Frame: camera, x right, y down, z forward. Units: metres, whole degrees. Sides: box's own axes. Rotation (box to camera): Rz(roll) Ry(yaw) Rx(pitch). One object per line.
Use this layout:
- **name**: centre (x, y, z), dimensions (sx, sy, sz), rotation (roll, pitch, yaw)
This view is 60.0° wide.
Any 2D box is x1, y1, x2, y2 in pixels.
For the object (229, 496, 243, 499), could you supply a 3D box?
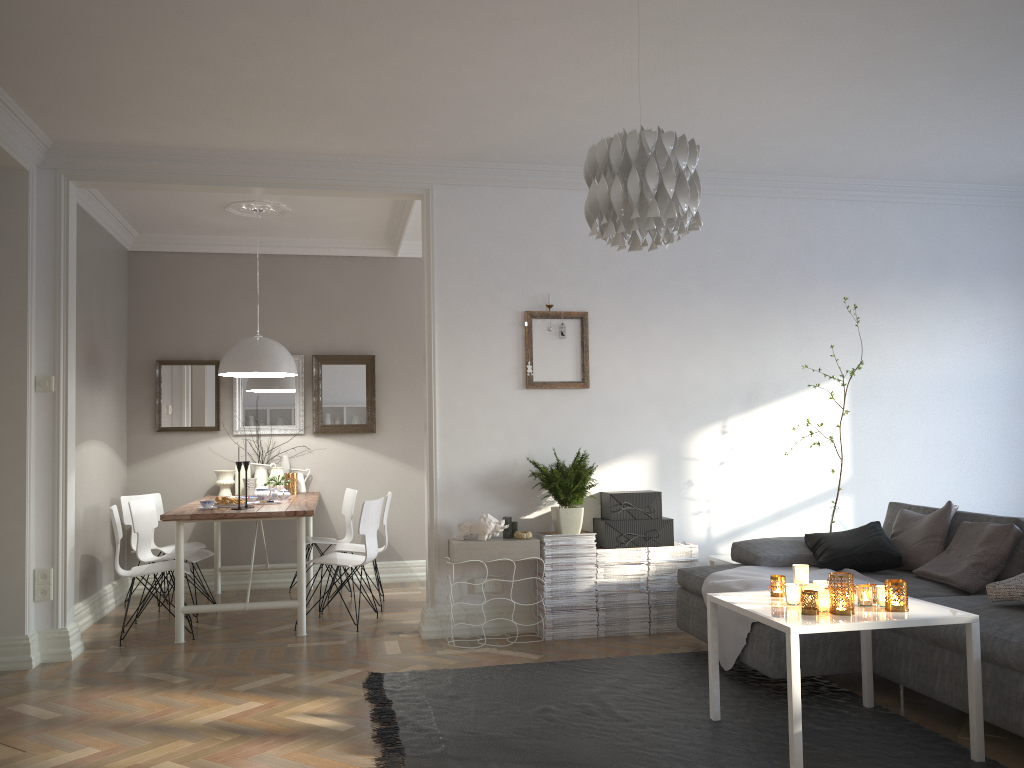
- **object**: centre (-1.896, 0.786, 6.029), dimensions (0.129, 0.038, 0.129), rotation (-1, -4, -6)

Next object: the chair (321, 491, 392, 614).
- **chair**: centre (-1.070, 1.155, 6.163), dimensions (0.479, 0.785, 0.432), rotation (-1, -3, -6)

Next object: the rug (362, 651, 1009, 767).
- **rug**: centre (0.493, 1.348, 3.572), dimensions (2.111, 0.055, 2.017), rotation (0, -4, -12)

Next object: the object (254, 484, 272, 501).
- **object**: centre (-1.711, 0.747, 6.100), dimensions (0.143, 0.118, 0.124), rotation (-1, -3, -7)

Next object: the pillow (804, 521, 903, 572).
- **pillow**: centre (1.780, 0.859, 4.650), dimensions (0.421, 0.248, 0.402), rotation (-2, -3, 9)

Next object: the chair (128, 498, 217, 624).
- **chair**: centre (-2.264, 1.161, 5.922), dimensions (0.479, 0.785, 0.432), rotation (-1, -3, -1)

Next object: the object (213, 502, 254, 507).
- **object**: centre (-1.795, 0.770, 5.661), dimensions (0.287, 0.019, 0.287), rotation (1, -4, -24)

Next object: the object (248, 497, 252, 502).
- **object**: centre (-1.766, 0.776, 5.921), dimensions (0.082, 0.039, 0.085), rotation (-4, -5, 44)

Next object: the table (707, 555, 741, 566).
- **table**: centre (1.457, 1.243, 5.266), dimensions (0.437, 0.411, 0.423), rotation (0, -3, -11)

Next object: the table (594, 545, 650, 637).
- **table**: centre (0.618, 1.208, 5.222), dimensions (0.327, 0.499, 0.247), rotation (0, -3, -11)

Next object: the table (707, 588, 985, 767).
- **table**: centre (1.211, 1.079, 3.328), dimensions (0.715, 0.504, 0.675), rotation (0, -3, -11)

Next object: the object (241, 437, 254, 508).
- **object**: centre (-1.643, 0.542, 5.483), dimensions (0.095, 0.448, 0.095), rotation (0, -3, -16)

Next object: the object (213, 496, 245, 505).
- **object**: centre (-1.815, 0.744, 5.647), dimensions (0.198, 0.063, 0.188), rotation (2, -5, -41)

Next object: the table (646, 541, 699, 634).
- **table**: centre (0.927, 1.207, 5.283), dimensions (0.327, 0.499, 0.247), rotation (0, -3, -11)

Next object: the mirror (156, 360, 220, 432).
- **mirror**: centre (-2.541, 0.094, 6.961), dimensions (0.474, 0.557, 0.052), rotation (0, -3, -11)

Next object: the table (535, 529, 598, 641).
- **table**: centre (0.315, 1.161, 5.163), dimensions (0.321, 0.596, 0.247), rotation (0, -3, -11)

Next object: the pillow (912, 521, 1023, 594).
- **pillow**: centre (2.165, 0.808, 4.234), dimensions (0.337, 0.311, 0.415), rotation (-1, -3, -6)

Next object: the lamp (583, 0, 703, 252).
- **lamp**: centre (0.393, -0.954, 2.737), dimensions (0.354, 1.064, 0.355), rotation (-3, -3, 31)

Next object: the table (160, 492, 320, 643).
- **table**: centre (-1.764, 1.180, 6.063), dimensions (0.853, 0.749, 1.988), rotation (0, -4, -11)

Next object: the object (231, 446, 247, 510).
- **object**: centre (-1.653, 0.561, 5.373), dimensions (0.095, 0.396, 0.095), rotation (0, -3, -16)

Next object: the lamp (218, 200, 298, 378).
- **lamp**: centre (-1.770, -0.652, 6.181), dimensions (0.530, 1.181, 0.530), rotation (-1, -3, -4)

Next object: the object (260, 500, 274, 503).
- **object**: centre (-1.600, 0.776, 5.823), dimensions (0.100, 0.025, 0.066), rotation (1, -4, -34)

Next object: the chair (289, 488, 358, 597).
- **chair**: centre (-1.422, 1.196, 6.705), dimensions (0.479, 0.785, 0.432), rotation (0, -3, -21)

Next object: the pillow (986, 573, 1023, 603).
- **pillow**: centre (2.163, 0.804, 3.478), dimensions (0.406, 0.194, 0.405), rotation (1, -4, -25)

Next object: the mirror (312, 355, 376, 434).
- **mirror**: centre (-1.360, 0.084, 7.191), dimensions (0.503, 0.636, 0.049), rotation (0, -3, -11)

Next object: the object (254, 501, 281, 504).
- **object**: centre (-1.608, 0.781, 5.832), dimensions (0.180, 0.014, 0.180), rotation (-4, -5, 44)

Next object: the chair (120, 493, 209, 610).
- **chair**: centre (-2.531, 1.198, 6.447), dimensions (0.479, 0.785, 0.432), rotation (-2, -3, 20)

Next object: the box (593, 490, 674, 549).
- **box**: centre (0.725, 0.801, 5.262), dimensions (0.419, 0.315, 0.298), rotation (0, -3, -11)

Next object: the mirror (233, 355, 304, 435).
- **mirror**: centre (-1.942, 0.085, 7.084), dimensions (0.544, 0.632, 0.047), rotation (0, -3, -11)

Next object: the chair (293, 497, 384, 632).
- **chair**: centre (-1.072, 1.120, 5.596), dimensions (0.479, 0.785, 0.432), rotation (-1, -3, 9)

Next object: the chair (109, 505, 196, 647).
- **chair**: centre (-2.162, 1.122, 5.330), dimensions (0.479, 0.785, 0.432), rotation (0, -3, -21)

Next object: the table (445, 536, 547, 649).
- **table**: centre (-0.101, 1.172, 5.043), dimensions (0.553, 0.575, 0.299), rotation (0, -3, -11)

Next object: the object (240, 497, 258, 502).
- **object**: centre (-1.765, 0.777, 5.922), dimensions (0.129, 0.038, 0.129), rotation (0, -4, -11)

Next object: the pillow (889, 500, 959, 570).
- **pillow**: centre (2.142, 0.804, 4.634), dimensions (0.324, 0.402, 0.430), rotation (0, -3, -24)

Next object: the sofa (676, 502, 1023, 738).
- **sofa**: centre (1.901, 0.988, 3.760), dimensions (1.555, 0.772, 2.634), rotation (0, -4, -11)
